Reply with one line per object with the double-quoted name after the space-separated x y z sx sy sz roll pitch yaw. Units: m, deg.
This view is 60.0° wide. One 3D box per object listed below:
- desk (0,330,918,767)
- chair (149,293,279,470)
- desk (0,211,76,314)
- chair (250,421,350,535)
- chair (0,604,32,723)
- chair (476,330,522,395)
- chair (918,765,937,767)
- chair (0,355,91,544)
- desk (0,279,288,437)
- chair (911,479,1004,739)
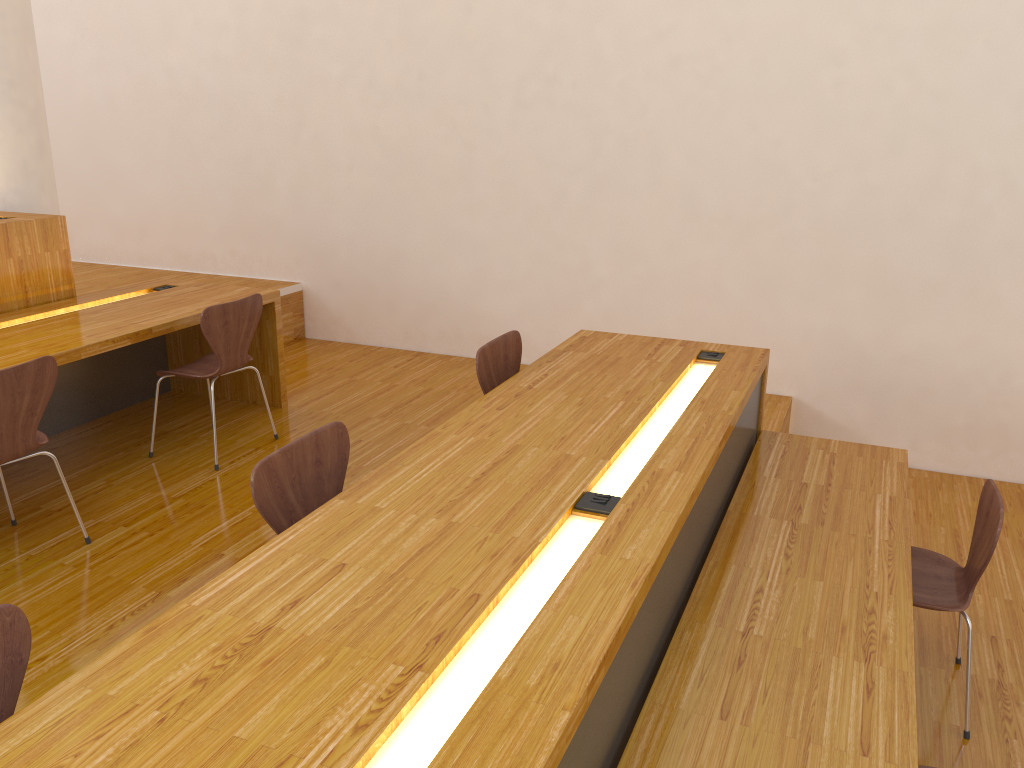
0.255 0.722 2.141 1.285 0.918 3.236 7 18 21 "desk"
-1.333 -0.045 3.897 0.381 0.693 0.428 7 18 21 "chair"
-3.691 -0.582 4.448 3.185 0.606 0.760 7 18 21 "desk"
-0.359 0.489 2.185 0.381 0.693 0.428 7 18 21 "chair"
-0.731 0.749 1.326 0.381 0.693 0.428 7 18 21 "chair"
0.105 0.195 3.160 0.381 0.693 0.428 7 18 21 "chair"
0.879 0.952 1.788 0.381 0.693 0.428 7 18 21 "chair"
-1.726 0.259 2.894 0.381 0.693 0.428 7 18 21 "chair"
-2.116 0.203 3.227 0.760 0.606 3.185 7 18 21 "desk"
1.272 0.648 2.792 0.381 0.693 0.428 7 18 21 "chair"
